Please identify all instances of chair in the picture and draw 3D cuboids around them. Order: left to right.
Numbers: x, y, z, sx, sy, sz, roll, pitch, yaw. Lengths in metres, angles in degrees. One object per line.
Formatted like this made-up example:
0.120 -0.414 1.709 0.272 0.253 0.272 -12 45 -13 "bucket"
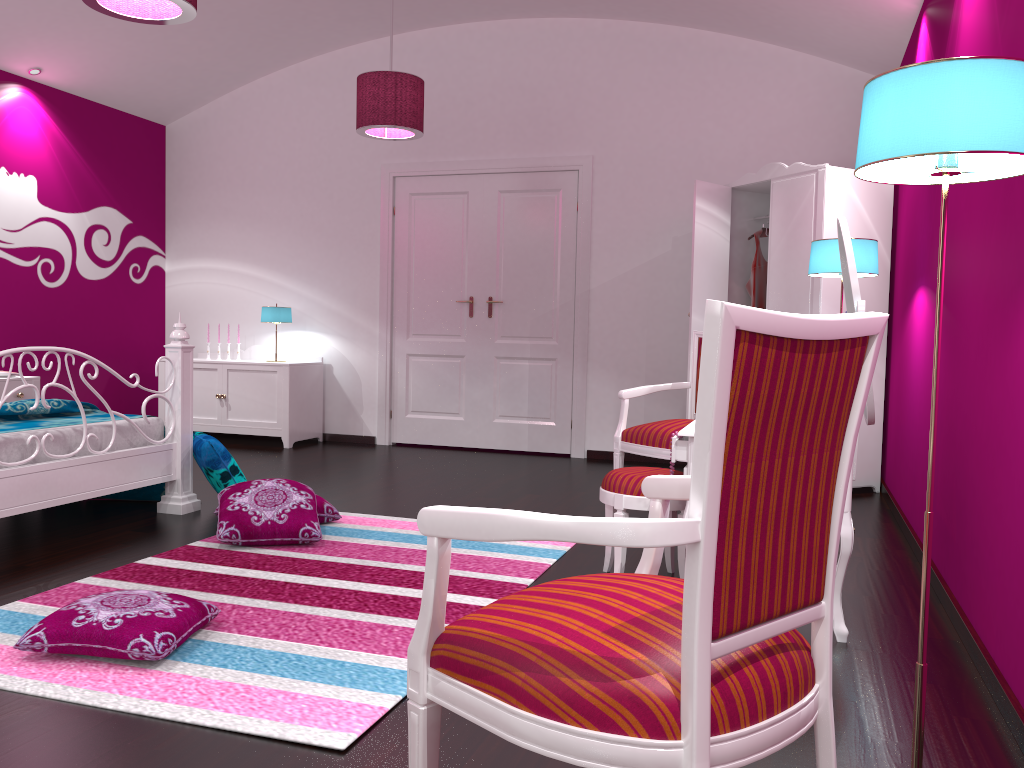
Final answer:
0.476 0.502 3.126 0.337 0.390 0.337 2 3 15 "chair"
0.197 0.340 1.293 0.528 0.901 0.511 -1 4 -42 "chair"
0.819 0.202 4.081 0.511 0.901 0.528 -1 4 -37 "chair"

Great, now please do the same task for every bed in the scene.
-2.843 0.019 3.637 2.317 1.143 2.167 2 3 18 "bed"

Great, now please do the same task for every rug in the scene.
-0.684 0.672 3.014 1.400 0.018 2.100 2 3 18 "rug"

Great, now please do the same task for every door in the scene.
-0.231 -0.525 6.486 1.405 2.001 0.098 2 3 18 "door"

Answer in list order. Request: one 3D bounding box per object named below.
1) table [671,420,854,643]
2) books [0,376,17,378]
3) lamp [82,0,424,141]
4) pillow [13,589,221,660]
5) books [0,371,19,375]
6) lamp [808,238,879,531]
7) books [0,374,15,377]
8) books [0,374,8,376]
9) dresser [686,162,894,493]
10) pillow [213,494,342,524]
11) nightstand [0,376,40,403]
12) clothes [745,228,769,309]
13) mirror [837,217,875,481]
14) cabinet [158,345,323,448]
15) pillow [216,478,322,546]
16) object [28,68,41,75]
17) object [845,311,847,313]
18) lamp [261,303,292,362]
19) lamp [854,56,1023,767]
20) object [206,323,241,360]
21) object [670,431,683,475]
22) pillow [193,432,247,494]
0.846 0.420 2.981 0.526 0.592 0.856 2 3 18 "table"
-3.166 -0.047 5.382 0.220 0.007 0.300 -1 4 -42 "books"
-0.985 -1.934 4.032 0.377 1.129 2.377 2 3 18 "lamp"
-1.045 0.636 2.391 0.401 0.107 0.419 2 3 3 "pillow"
-3.162 -0.066 5.388 0.300 0.012 0.221 4 4 41 "books"
1.490 -0.006 4.051 0.303 1.352 0.303 0 4 -27 "lamp"
-3.168 -0.055 5.393 0.220 0.007 0.300 -1 4 -37 "books"
-3.173 -0.061 5.368 0.220 0.007 0.300 -1 4 -33 "books"
1.566 -0.341 5.243 0.875 1.893 0.842 0 4 -27 "dresser"
-1.035 0.540 3.910 0.429 0.142 0.400 4 4 42 "pillow"
-3.236 0.187 5.219 0.455 0.616 0.742 2 3 18 "nightstand"
1.555 -0.363 5.572 0.315 1.237 0.173 0 3 -25 "clothes"
1.108 -0.124 2.870 0.138 0.829 0.544 2 3 18 "mirror"
-2.083 0.069 6.798 1.142 0.734 0.506 2 3 18 "cabinet"
-0.991 0.514 3.608 0.425 0.224 0.391 1 3 -14 "pillow"
-3.175 -2.086 5.893 0.085 0.058 0.080 2 3 18 "object"
1.178 -0.115 3.087 0.044 0.320 0.022 2 3 18 "object"
-1.769 -0.385 6.657 0.229 0.438 0.229 0 4 -27 "lamp"
0.750 0.111 1.581 0.303 1.352 0.303 3 4 28 "lamp"
-2.225 -0.328 6.841 0.285 0.284 0.043 2 3 6 "object"
0.510 0.221 2.753 0.032 0.143 0.063 2 3 18 "object"
-1.390 0.416 4.237 0.264 0.357 0.402 -1 4 -32 "pillow"
